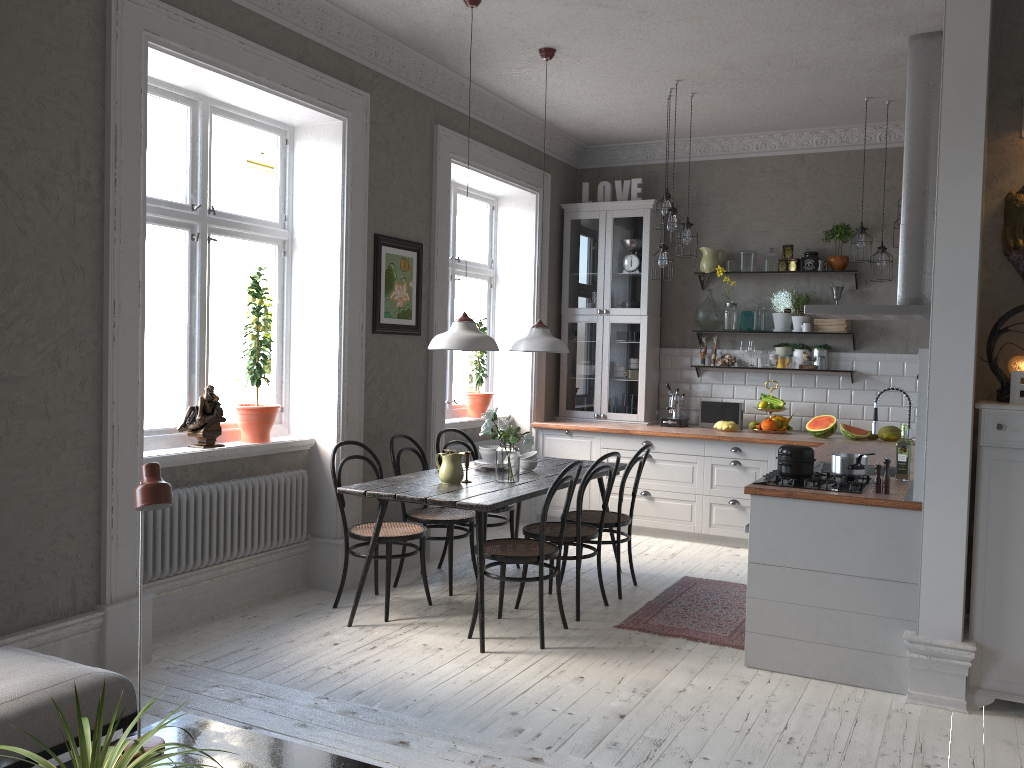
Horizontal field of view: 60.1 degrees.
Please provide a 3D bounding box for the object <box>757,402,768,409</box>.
[{"bbox_3d":[2.037,0.181,7.180,0.095,0.078,0.102,2,2,14],"label":"object"}]

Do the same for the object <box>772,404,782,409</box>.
[{"bbox_3d":[2.123,0.194,7.109,0.075,0.062,0.100,2,2,0],"label":"object"}]

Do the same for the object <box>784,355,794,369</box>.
[{"bbox_3d":[2.266,-0.182,7.231,0.077,0.108,0.079,2,2,20],"label":"object"}]

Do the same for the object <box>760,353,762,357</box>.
[{"bbox_3d":[2.108,-0.212,7.381,0.076,0.083,0.079,4,3,45],"label":"object"}]

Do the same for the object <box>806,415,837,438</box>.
[{"bbox_3d":[2.380,0.327,6.816,0.222,0.174,0.231,0,3,-41],"label":"object"}]

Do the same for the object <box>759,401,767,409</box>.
[{"bbox_3d":[2.015,0.167,7.106,0.080,0.069,0.058,-1,3,-44],"label":"object"}]

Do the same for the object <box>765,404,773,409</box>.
[{"bbox_3d":[2.058,0.191,7.102,0.062,0.061,0.068,3,2,27],"label":"object"}]

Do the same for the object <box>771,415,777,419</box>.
[{"bbox_3d":[2.135,0.297,7.203,0.084,0.093,0.088,2,2,23],"label":"object"}]

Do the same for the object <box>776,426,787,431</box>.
[{"bbox_3d":[2.148,0.359,7.059,0.069,0.051,0.089,1,2,-15],"label":"object"}]

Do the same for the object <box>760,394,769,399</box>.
[{"bbox_3d":[2.036,0.102,7.149,0.072,0.058,0.051,2,2,3],"label":"object"}]

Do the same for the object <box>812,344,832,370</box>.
[{"bbox_3d":[2.522,-0.223,7.204,0.156,0.213,0.155,3,2,24],"label":"object"}]

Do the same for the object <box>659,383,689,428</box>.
[{"bbox_3d":[1.356,0.174,7.452,0.202,0.370,0.359,3,2,27],"label":"object"}]

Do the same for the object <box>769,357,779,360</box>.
[{"bbox_3d":[2.139,-0.191,7.232,0.079,0.051,0.075,-1,3,-44],"label":"object"}]

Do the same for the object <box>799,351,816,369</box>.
[{"bbox_3d":[2.396,-0.192,7.159,0.119,0.147,0.100,1,2,-6],"label":"object"}]

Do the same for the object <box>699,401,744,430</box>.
[{"bbox_3d":[1.738,0.260,7.365,0.345,0.226,0.089,3,2,26],"label":"object"}]

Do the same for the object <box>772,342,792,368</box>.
[{"bbox_3d":[2.231,-0.241,7.328,0.156,0.217,0.157,2,2,7],"label":"object"}]

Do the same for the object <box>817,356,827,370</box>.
[{"bbox_3d":[2.483,-0.170,7.096,0.077,0.108,0.079,2,2,20],"label":"object"}]

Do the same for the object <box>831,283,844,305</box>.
[{"bbox_3d":[2.604,-0.662,7.098,0.129,0.287,0.132,2,2,12],"label":"object"}]

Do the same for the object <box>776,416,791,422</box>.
[{"bbox_3d":[2.184,0.283,7.131,0.125,0.056,0.060,2,2,19],"label":"object"}]

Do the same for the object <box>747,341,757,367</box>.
[{"bbox_3d":[1.979,-0.247,7.321,0.081,0.217,0.082,2,2,13],"label":"object"}]

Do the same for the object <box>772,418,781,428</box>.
[{"bbox_3d":[2.109,0.311,7.086,0.089,0.078,0.087,0,3,-37],"label":"object"}]

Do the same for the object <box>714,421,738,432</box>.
[{"bbox_3d":[1.727,0.339,7.143,0.193,0.083,0.192,3,2,27],"label":"object"}]

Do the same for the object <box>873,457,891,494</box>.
[{"bbox_3d":[1.687,0.415,4.037,0.071,0.167,0.036,3,2,26],"label":"object"}]

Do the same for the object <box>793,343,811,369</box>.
[{"bbox_3d":[2.372,-0.231,7.269,0.150,0.214,0.170,0,3,-33],"label":"object"}]

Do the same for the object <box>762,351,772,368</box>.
[{"bbox_3d":[2.099,-0.204,7.300,0.079,0.139,0.079,2,2,0],"label":"object"}]

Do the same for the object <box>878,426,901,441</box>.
[{"bbox_3d":[2.850,0.373,6.670,0.205,0.119,0.131,1,2,-11],"label":"object"}]

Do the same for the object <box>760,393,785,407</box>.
[{"bbox_3d":[2.092,0.126,7.117,0.207,0.101,0.068,3,3,33],"label":"object"}]

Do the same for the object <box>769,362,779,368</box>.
[{"bbox_3d":[2.138,-0.156,7.233,0.076,0.051,0.078,2,2,20],"label":"object"}]

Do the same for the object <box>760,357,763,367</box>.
[{"bbox_3d":[2.107,-0.179,7.382,0.076,0.083,0.079,4,3,45],"label":"object"}]

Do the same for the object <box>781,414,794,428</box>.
[{"bbox_3d":[2.205,0.291,7.112,0.128,0.120,0.060,0,3,-40],"label":"object"}]

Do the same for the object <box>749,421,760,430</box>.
[{"bbox_3d":[1.996,0.337,7.220,0.154,0.072,0.075,0,3,-34],"label":"object"}]

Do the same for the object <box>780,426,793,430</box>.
[{"bbox_3d":[2.191,0.347,7.176,0.055,0.044,0.213,1,2,-24],"label":"object"}]

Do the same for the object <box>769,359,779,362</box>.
[{"bbox_3d":[2.138,-0.174,7.233,0.076,0.051,0.078,2,2,20],"label":"object"}]

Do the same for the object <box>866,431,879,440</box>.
[{"bbox_3d":[2.752,0.390,6.775,0.201,0.073,0.119,1,2,-10],"label":"object"}]

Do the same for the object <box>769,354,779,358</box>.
[{"bbox_3d":[2.139,-0.216,7.231,0.076,0.051,0.078,2,2,13],"label":"object"}]

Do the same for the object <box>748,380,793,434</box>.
[{"bbox_3d":[2.090,0.181,7.148,0.349,0.425,0.355,2,2,12],"label":"object"}]

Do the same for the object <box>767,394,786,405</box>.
[{"bbox_3d":[2.149,0.136,7.166,0.090,0.096,0.177,0,3,-43],"label":"object"}]

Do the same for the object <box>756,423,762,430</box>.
[{"bbox_3d":[2.014,0.343,7.171,0.090,0.057,0.084,0,3,-31],"label":"object"}]

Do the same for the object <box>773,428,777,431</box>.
[{"bbox_3d":[2.089,0.362,7.095,0.070,0.065,0.070,0,3,-42],"label":"object"}]

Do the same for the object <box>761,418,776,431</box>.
[{"bbox_3d":[2.038,0.322,7.036,0.113,0.110,0.111,1,2,-6],"label":"object"}]

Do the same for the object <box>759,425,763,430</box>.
[{"bbox_3d":[2.035,0.352,7.179,0.069,0.076,0.231,2,2,10],"label":"object"}]

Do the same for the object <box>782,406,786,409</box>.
[{"bbox_3d":[2.173,0.193,7.118,0.051,0.050,0.050,3,3,36],"label":"object"}]

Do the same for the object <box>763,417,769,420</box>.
[{"bbox_3d":[2.110,0.306,7.223,0.157,0.076,0.077,0,3,-37],"label":"object"}]

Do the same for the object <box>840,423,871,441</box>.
[{"bbox_3d":[2.584,0.363,6.659,0.223,0.127,0.149,2,2,9],"label":"object"}]
